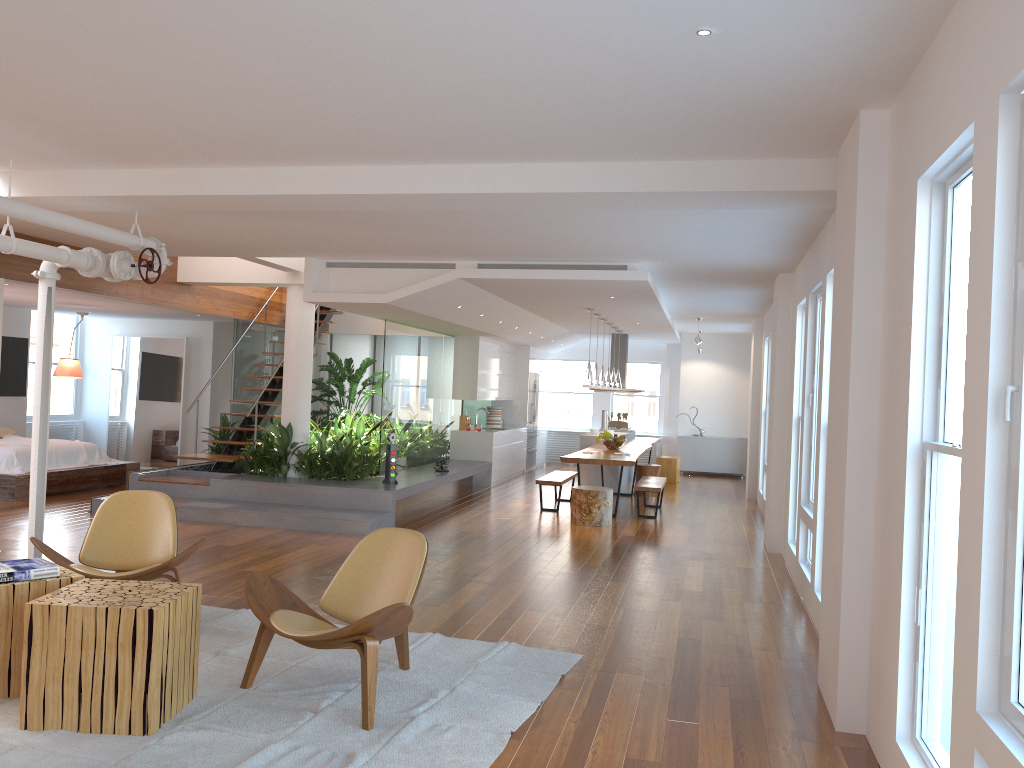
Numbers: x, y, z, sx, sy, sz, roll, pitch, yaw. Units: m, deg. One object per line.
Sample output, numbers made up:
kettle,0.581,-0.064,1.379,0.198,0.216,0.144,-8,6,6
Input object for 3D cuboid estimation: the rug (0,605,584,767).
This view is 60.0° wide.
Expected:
rug,-1.782,1.396,3.833,3.525,0.057,3.478,2,0,17

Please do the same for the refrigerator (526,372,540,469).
refrigerator,0.106,0.672,16.420,0.725,1.772,0.908,2,0,13

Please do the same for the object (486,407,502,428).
object,-0.316,0.572,15.293,0.267,0.356,0.266,2,0,38

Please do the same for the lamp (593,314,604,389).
lamp,1.133,-0.472,11.797,0.160,1.060,0.160,2,0,40

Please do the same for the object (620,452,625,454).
object,1.401,0.885,11.243,0.070,0.030,0.079,3,0,-34

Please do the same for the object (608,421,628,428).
object,1.921,0.745,16.047,0.353,0.157,0.084,2,0,13

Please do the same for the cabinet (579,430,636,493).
cabinet,1.615,1.219,14.709,0.597,0.832,2.936,2,0,13

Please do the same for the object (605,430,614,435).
object,1.497,0.750,13.637,0.152,0.082,0.152,3,0,-27

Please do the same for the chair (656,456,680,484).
chair,2.670,1.466,15.178,0.344,0.430,0.549,2,0,17

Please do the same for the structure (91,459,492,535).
structure,-2.275,1.274,11.654,3.088,0.386,5.584,2,0,13

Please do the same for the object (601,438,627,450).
object,1.407,0.835,12.290,0.360,0.159,0.360,3,0,-24

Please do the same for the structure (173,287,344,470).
structure,-2.250,-0.808,12.360,2.552,4.265,4.591,2,0,13

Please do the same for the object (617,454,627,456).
object,1.390,0.889,11.136,0.158,0.017,0.019,2,0,8

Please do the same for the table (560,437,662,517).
table,1.635,1.274,13.273,0.893,0.704,5.996,2,0,13

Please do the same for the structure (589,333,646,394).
structure,1.888,-0.548,15.590,0.909,1.405,0.900,2,0,13

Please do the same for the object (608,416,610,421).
object,1.774,0.677,16.089,0.199,0.259,0.016,2,0,23

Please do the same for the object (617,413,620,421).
object,1.927,0.666,16.057,0.061,0.299,0.040,2,0,10

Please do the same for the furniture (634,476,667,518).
furniture,1.752,1.426,11.191,0.316,0.389,1.433,2,0,13

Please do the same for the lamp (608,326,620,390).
lamp,1.604,-0.439,13.914,0.160,1.060,0.160,2,0,40

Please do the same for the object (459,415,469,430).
object,-0.758,0.612,14.060,0.104,0.222,0.200,2,0,13

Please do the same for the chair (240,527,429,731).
chair,-0.761,1.107,4.132,0.867,0.752,0.856,3,0,-27

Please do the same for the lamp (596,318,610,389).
lamp,1.290,-0.461,12.503,0.160,1.060,0.160,2,0,40

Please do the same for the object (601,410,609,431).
object,1.603,0.628,15.194,0.172,0.356,0.120,3,0,-29

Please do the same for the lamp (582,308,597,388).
lamp,0.976,-0.483,11.091,0.160,1.060,0.160,2,0,40

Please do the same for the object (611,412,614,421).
object,1.811,0.660,16.084,0.055,0.299,0.027,2,0,13

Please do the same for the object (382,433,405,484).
object,-1.304,0.832,9.866,0.134,0.565,0.318,3,0,-41

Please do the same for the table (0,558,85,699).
table,-2.372,1.148,4.144,0.548,0.534,0.489,2,0,43

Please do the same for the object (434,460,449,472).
object,-0.924,1.060,11.537,0.216,0.155,0.181,3,0,-23

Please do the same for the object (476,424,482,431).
object,-0.514,0.674,13.679,0.094,0.106,0.094,2,0,18

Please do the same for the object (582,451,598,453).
object,1.000,0.875,11.381,0.222,0.020,0.222,3,0,-37

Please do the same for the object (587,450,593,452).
object,1.000,0.869,11.381,0.070,0.030,0.079,3,0,-24

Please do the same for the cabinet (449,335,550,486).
cabinet,-0.100,0.444,15.709,0.676,2.280,4.565,2,0,13

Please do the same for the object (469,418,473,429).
object,-0.692,0.641,14.299,0.100,0.170,0.173,2,0,14

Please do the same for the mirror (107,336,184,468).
mirror,-5.805,0.283,14.030,1.267,2.044,0.049,2,0,13

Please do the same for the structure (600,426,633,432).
structure,1.836,0.782,15.609,0.520,0.073,0.650,2,0,13

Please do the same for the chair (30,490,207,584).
chair,-2.216,1.052,5.192,0.856,0.752,0.867,2,0,18

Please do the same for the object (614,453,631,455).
object,1.400,0.891,11.243,0.222,0.020,0.222,2,0,5

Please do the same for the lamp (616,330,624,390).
lamp,1.761,-0.428,14.620,0.160,1.060,0.160,2,0,40

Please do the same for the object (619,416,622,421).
object,1.956,0.667,16.031,0.057,0.299,0.019,2,0,13

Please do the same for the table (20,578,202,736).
table,-1.717,1.174,3.846,0.548,0.534,0.489,2,0,1

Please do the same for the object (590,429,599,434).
object,1.280,0.742,13.812,0.152,0.082,0.152,3,0,-38

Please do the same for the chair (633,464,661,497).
chair,1.988,1.418,13.061,0.396,0.455,0.402,2,0,3

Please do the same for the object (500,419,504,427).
object,-0.268,0.660,15.677,0.284,0.196,0.265,3,0,-35

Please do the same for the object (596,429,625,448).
object,1.388,0.771,12.310,0.394,0.284,0.292,3,0,-23

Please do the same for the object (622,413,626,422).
object,2.019,0.670,16.019,0.068,0.298,0.039,2,0,13

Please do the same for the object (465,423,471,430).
object,-0.681,0.667,13.765,0.094,0.106,0.094,2,0,18

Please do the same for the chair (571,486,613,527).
chair,0.902,1.374,10.009,0.460,0.400,0.460,2,0,23

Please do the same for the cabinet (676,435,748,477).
cabinet,3.811,1.371,16.934,1.309,0.725,0.420,2,0,13

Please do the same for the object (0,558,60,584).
object,-2.300,0.860,4.067,0.279,0.048,0.334,2,-1,44

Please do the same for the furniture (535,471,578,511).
furniture,0.588,1.379,11.450,0.316,0.389,1.433,2,0,13

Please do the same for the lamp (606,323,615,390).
lamp,1.447,-0.450,13.208,0.160,1.060,0.160,2,0,40

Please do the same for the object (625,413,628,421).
object,2.059,0.672,16.028,0.057,0.294,0.030,2,0,13

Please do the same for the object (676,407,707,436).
object,3.453,0.712,16.979,0.590,0.563,0.210,3,0,-16

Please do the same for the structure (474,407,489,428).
structure,-0.496,0.657,14.764,0.248,0.536,0.115,2,0,13

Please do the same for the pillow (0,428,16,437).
pillow,-7.003,0.655,11.259,0.467,0.212,1.410,2,0,11

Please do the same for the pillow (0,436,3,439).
pillow,-6.774,0.593,11.191,0.372,0.185,0.534,2,0,42

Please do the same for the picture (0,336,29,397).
picture,-7.415,-0.265,11.529,0.001,0.854,2.969,2,0,13

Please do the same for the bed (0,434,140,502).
bed,-6.390,0.981,11.165,2.314,0.595,2.207,2,0,13
